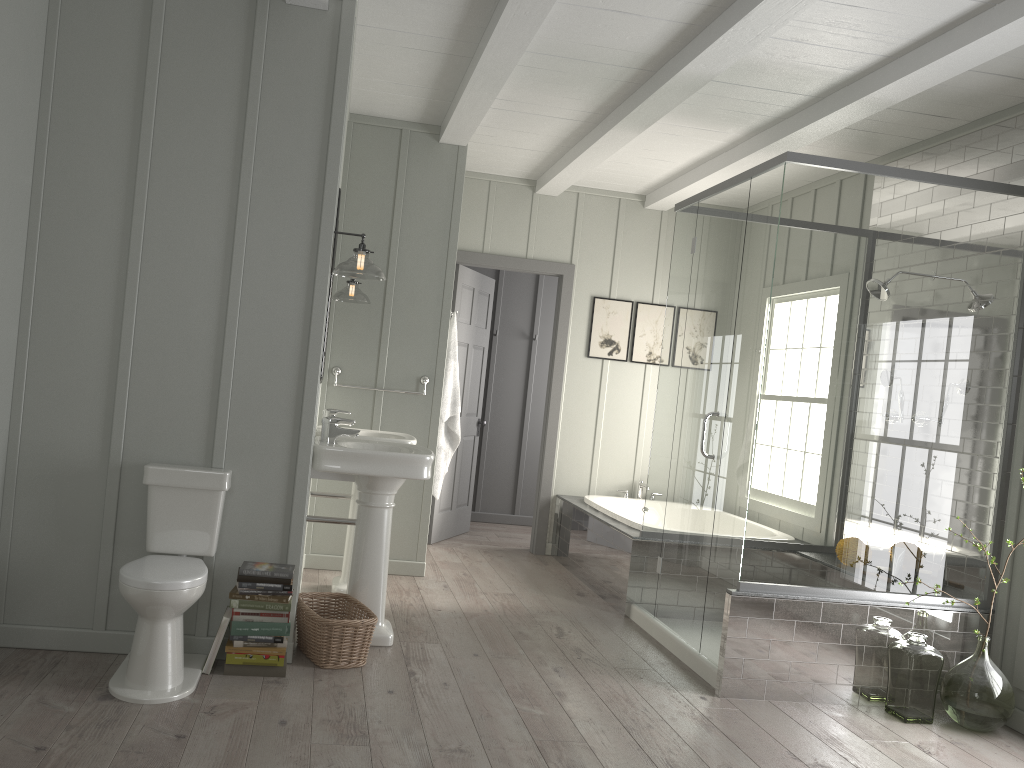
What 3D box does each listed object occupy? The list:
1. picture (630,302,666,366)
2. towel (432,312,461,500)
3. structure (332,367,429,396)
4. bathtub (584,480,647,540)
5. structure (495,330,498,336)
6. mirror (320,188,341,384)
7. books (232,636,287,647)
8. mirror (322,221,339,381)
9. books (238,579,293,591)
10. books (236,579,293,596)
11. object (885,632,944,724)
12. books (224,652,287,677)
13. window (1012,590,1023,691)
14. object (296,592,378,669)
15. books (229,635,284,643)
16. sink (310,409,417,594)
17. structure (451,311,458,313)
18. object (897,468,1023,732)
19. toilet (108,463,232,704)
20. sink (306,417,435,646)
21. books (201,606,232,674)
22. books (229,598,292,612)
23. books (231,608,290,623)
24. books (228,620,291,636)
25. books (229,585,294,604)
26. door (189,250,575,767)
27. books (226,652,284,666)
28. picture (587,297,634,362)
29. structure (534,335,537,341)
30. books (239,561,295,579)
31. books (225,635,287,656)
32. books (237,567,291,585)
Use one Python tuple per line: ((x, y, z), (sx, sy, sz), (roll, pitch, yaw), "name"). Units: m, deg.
((1.075, -0.378, 6.724), (0.310, 0.461, 0.012), (6, 1, -8), "picture")
((-0.393, 0.142, 5.688), (0.160, 1.205, 0.320), (6, 1, -6), "towel")
((-0.805, -0.016, 5.418), (0.596, 0.123, 0.055), (6, 1, -8), "structure")
((1.109, 0.984, 5.967), (1.038, 0.490, 1.576), (6, 0, -11), "bathtub")
((-0.145, -0.451, 7.889), (0.019, 0.051, 0.137), (6, 0, -12), "structure")
((-0.834, -0.441, 4.051), (0.015, 0.884, 0.428), (6, 1, -12), "mirror")
((-1.015, 1.021, 3.546), (0.203, 0.025, 0.153), (6, 0, -19), "books")
((-1.002, -0.456, 4.859), (0.015, 0.884, 0.428), (6, 1, -12), "mirror")
((-0.981, 0.792, 3.531), (0.205, 0.024, 0.151), (6, 0, -10), "books")
((-0.993, 0.815, 3.541), (0.203, 0.025, 0.153), (6, 0, -20), "books")
((1.714, 1.249, 3.778), (0.161, 0.361, 0.165), (6, 1, -12), "object")
((-1.028, 1.122, 3.548), (0.236, 0.049, 0.166), (6, 0, -12), "books")
((2.405, 0.341, 3.266), (0.089, 1.951, 1.065), (6, 1, -12), "window")
((-0.776, 1.064, 3.826), (0.284, 0.220, 0.478), (6, 0, -29), "object")
((-1.015, 0.997, 3.533), (0.205, 0.024, 0.151), (6, 0, -9), "books")
((-0.855, 0.660, 4.925), (0.561, 1.014, 0.575), (6, 1, -10), "sink")
((-0.386, -0.458, 5.661), (0.079, 0.056, 0.057), (6, 0, -9), "structure")
((1.896, 0.886, 3.715), (0.510, 1.117, 0.278), (6, 1, -10), "object")
((-1.289, 0.726, 3.339), (0.328, 0.787, 0.530), (6, 1, -11), "toilet")
((-0.688, 0.675, 4.122), (0.561, 1.014, 0.575), (6, 1, -10), "sink")
((-1.168, 1.019, 3.516), (0.090, 0.235, 0.172), (6, 1, -11), "books")
((-1.000, 0.865, 3.534), (0.233, 0.032, 0.171), (6, 0, -9), "books")
((-1.007, 0.906, 3.541), (0.220, 0.052, 0.157), (6, 0, -14), "books")
((-1.012, 0.959, 3.538), (0.224, 0.053, 0.162), (6, 0, -19), "books")
((-0.999, 0.838, 3.533), (0.232, 0.024, 0.149), (6, 0, -4), "books")
((0.188, 0.171, 3.453), (4.216, 2.197, 7.857), (6, 0, -11), "door")
((-1.023, 1.077, 3.534), (0.220, 0.041, 0.164), (6, 0, -11), "books")
((0.745, -0.412, 6.677), (0.310, 0.461, 0.012), (6, 1, -8), "picture")
((0.203, -0.415, 7.946), (0.019, 0.051, 0.137), (6, 0, -12), "structure")
((-0.975, 0.743, 3.530), (0.205, 0.024, 0.151), (6, 0, -8), "books")
((-1.020, 1.045, 3.537), (0.230, 0.024, 0.150), (6, 0, -9), "books")
((-0.989, 0.766, 3.529), (0.204, 0.024, 0.152), (6, 0, -13), "books")
